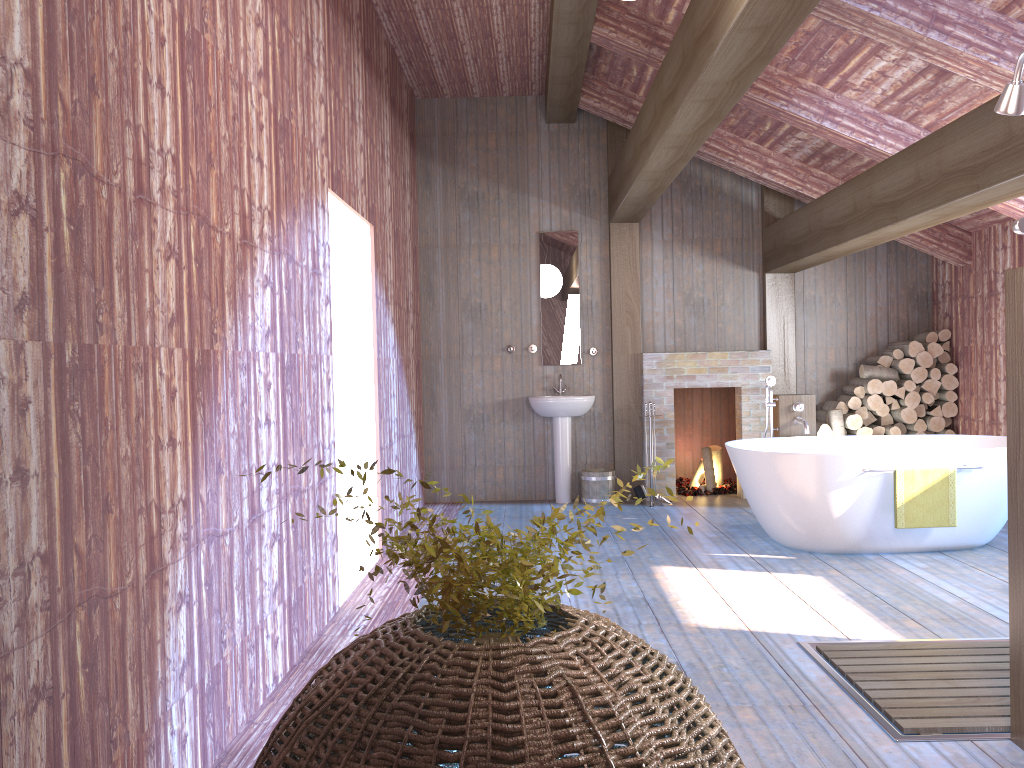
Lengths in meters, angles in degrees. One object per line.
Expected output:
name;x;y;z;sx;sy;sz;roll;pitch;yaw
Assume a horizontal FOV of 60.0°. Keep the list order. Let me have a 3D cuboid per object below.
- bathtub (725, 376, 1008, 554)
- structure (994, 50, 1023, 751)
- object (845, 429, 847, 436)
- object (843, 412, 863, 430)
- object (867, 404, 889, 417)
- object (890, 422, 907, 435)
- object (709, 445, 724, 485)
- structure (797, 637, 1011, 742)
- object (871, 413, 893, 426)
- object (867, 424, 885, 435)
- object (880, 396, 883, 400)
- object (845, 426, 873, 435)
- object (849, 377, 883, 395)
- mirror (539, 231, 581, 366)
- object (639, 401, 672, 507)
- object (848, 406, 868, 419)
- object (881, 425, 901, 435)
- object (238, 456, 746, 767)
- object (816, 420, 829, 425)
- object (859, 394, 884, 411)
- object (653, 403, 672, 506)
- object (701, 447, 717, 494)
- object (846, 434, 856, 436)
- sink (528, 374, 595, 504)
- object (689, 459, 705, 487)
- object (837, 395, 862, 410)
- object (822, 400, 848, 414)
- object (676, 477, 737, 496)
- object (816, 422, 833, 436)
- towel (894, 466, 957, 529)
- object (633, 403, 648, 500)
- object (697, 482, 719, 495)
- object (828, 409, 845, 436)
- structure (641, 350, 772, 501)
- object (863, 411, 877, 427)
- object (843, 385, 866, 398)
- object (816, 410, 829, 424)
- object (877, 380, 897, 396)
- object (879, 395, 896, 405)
bathtub;2.397;0.496;5.810;1.935;1.109;1.460;-1;1;23
structure;1.703;0.029;2.729;0.328;2.209;0.522;-1;1;21
object;2.830;0.410;7.787;0.121;0.124;0.291;-1;1;2
object;2.890;0.312;7.692;0.138;0.147;0.440;-1;1;1
object;3.155;0.215;7.682;0.115;0.123;0.291;-1;1;2
object;3.339;0.387;7.787;0.116;0.118;0.289;-1;1;-1
object;1.938;0.812;8.446;0.140;0.459;0.266;-1;1;18
structure;1.717;1.131;3.295;1.000;0.067;1.000;-1;1;1
object;3.231;0.303;7.786;0.104;0.127;0.321;-1;1;1
object;3.123;0.407;7.694;0.114;0.120;0.303;-1;1;2
object;3.150;0.129;7.669;0.057;0.061;0.156;-1;1;0
object;2.981;0.418;7.708;0.139;0.148;0.458;-1;1;1
object;3.065;0.015;7.687;0.135;0.145;0.439;-1;1;1
mirror;0.431;-0.767;7.948;0.350;1.199;0.009;-1;1;1
object;1.173;0.593;7.656;0.276;0.888;0.333;0;2;43
object;2.978;0.244;7.699;0.111;0.113;0.301;-1;1;0
object;3.226;0.401;7.688;0.098;0.100;0.437;-1;1;-1
object;-0.025;0.662;1.614;0.972;1.073;0.970;-2;1;-19
object;2.731;0.371;7.802;0.099;0.093;0.280;-1;1;2
object;3.056;0.152;7.684;0.141;0.143;0.437;-1;1;-1
object;1.248;0.595;7.591;0.206;0.871;0.126;0;2;44
object;1.827;0.804;8.219;0.098;0.434;0.283;-1;1;-1
object;2.862;0.515;7.721;0.155;0.174;0.483;-1;1;-1
sink;0.444;0.483;7.765;0.582;1.143;0.475;-1;1;0
object;1.775;0.859;8.386;0.221;0.306;0.121;-1;1;28
object;2.918;0.157;7.681;0.115;0.123;0.291;-1;1;2
object;2.815;0.204;7.732;0.114;0.113;0.301;-1;1;-1
object;1.845;0.975;8.542;0.829;0.085;0.935;-2;1;-17
object;2.637;0.400;7.707;0.139;0.137;0.455;-1;1;-1
towel;2.443;0.670;5.241;0.370;0.361;0.032;-1;1;-3
object;1.101;0.586;7.605;0.136;0.846;0.062;-2;1;-18
object;1.823;0.968;8.232;0.278;0.084;0.085;-2;2;-43
object;2.758;0.361;7.523;0.147;0.298;0.109;-1;1;4
structure;1.722;0.374;7.885;1.130;1.330;0.226;-1;1;1
object;3.081;0.292;7.786;0.128;0.150;0.323;-1;1;1
object;2.970;0.065;7.694;0.106;0.112;0.282;-1;1;2
object;2.770;0.288;7.802;0.108;0.113;0.302;-1;1;1
object;3.181;0.026;7.686;0.138;0.147;0.440;-1;1;1
object;3.226;0.136;7.683;0.088;0.092;0.280;-1;1;2
